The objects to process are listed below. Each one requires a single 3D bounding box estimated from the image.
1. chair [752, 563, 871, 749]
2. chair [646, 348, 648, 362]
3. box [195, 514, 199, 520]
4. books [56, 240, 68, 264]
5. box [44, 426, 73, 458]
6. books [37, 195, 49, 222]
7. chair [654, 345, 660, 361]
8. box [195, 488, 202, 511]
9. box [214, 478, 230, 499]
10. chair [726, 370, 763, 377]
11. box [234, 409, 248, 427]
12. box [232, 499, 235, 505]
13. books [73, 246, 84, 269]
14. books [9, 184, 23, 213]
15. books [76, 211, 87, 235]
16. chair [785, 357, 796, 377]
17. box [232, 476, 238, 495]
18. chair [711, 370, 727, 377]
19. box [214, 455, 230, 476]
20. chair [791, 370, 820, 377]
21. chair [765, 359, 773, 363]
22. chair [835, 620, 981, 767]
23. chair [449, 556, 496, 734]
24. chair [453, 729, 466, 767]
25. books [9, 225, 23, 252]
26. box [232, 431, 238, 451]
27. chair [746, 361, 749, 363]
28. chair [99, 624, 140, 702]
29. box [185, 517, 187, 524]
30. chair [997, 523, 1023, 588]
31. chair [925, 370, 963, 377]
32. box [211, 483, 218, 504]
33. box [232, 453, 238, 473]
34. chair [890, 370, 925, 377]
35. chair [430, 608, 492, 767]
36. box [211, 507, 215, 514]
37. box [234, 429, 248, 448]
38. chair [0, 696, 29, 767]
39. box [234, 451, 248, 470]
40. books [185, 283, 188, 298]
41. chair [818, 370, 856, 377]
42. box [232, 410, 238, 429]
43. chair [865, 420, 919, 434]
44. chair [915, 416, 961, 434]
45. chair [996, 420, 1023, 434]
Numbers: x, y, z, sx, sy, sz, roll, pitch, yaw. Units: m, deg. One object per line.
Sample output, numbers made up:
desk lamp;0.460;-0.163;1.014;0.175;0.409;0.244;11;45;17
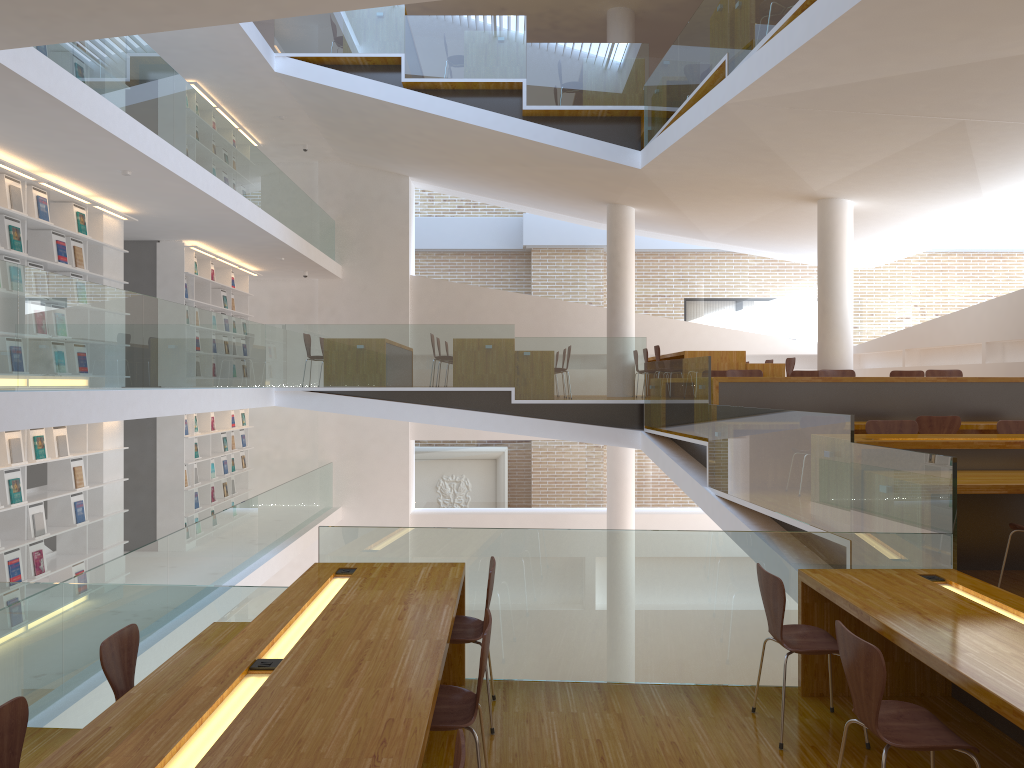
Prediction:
chair;1.286;1.155;3.856;0.381;0.693;0.428;0;0;0
chair;2.032;-0.149;12.422;0.381;0.693;0.428;0;0;0
box;-4.258;1.829;11.685;0.274;0.296;0.245;0;0;0
books;-4.074;-1.188;8.029;0.037;0.210;0.145;0;0;0
box;-4.155;2.259;4.600;0.498;3.764;7.125;0;0;0
books;-4.069;-1.518;7.696;0.037;0.210;0.145;0;0;0
chair;2.037;-0.149;11.451;0.381;0.693;0.428;0;0;0
box;-4.258;1.500;11.674;0.274;0.296;0.245;0;0;0
box;-4.264;1.500;12.885;0.274;0.296;0.245;0;0;0
chair;2.437;0.195;9.130;0.428;0.693;0.381;0;0;0
box;-4.268;0.514;13.759;0.274;0.296;0.245;0;0;0
box;-4.266;1.829;13.233;0.274;0.296;0.245;0;0;0
books;-4.076;-1.186;8.345;0.037;0.210;0.145;0;0;0
books;-4.067;-1.516;7.276;0.037;0.210;0.145;0;0;0
books;-4.073;-1.516;8.396;0.037;0.210;0.145;0;0;0
chair;3.546;-0.005;11.811;0.381;0.693;0.428;0;0;0
box;-4.266;1.500;13.243;0.274;0.296;0.245;0;0;0
chair;2.321;0.195;10.016;0.428;0.693;0.381;0;0;0
box;-4.264;1.171;12.871;0.274;0.296;0.245;0;0;0
chair;3.293;0.195;10.020;0.428;0.693;0.381;0;0;0
chair;3.541;-0.005;12.782;0.381;0.693;0.428;0;0;0
chair;1.291;1.155;2.885;0.381;0.693;0.428;0;0;0
chair;-0.264;1.155;4.013;0.381;0.693;0.428;0;0;0
chair;-0.292;1.155;1.923;0.381;0.693;0.428;0;0;0
books;-4.067;-1.186;7.269;0.037;0.210;0.145;0;0;0
box;-4.266;0.842;13.233;0.274;0.296;0.245;0;0;0
chair;3.497;-0.005;13.901;0.381;0.693;0.428;0;0;0
chair;-1.607;1.470;4.007;0.381;0.693;0.428;0;0;0
box;-4.256;1.830;11.257;0.274;0.296;0.245;0;0;0
chair;2.816;0.786;4.597;0.428;0.693;0.381;0;0;0
chair;4.514;0.195;9.102;0.428;0.693;0.381;0;0;0
box;-4.261;1.500;12.319;0.274;0.296;0.245;0;0;0
box;-4.266;1.171;13.223;0.274;0.296;0.245;0;0;0
chair;4.412;0.195;10.064;0.428;0.693;0.381;0;0;0
chair;-0.259;1.155;3.042;0.381;0.693;0.428;0;0;0
box;-4.261;1.829;12.319;0.274;0.296;0.245;0;0;0
box;-4.268;0.842;13.759;0.274;0.296;0.245;0;0;0
chair;-1.602;1.470;3.035;0.381;0.693;0.428;0;0;0
box;-4.268;1.171;13.772;0.274;0.296;0.245;0;0;0
books;-4.150;-1.177;11.257;0.037;0.210;0.145;0;0;0
chair;3.408;0.195;9.135;0.428;0.693;0.381;0;0;0
box;-4.266;0.515;13.233;0.274;0.296;0.245;0;0;0
chair;2.808;0.613;6.389;0.428;0.693;0.381;0;0;0
chair;3.639;0.617;7.734;0.428;0.693;0.381;0;0;0
chair;3.779;0.613;6.393;0.428;0.693;0.381;0;0;0
